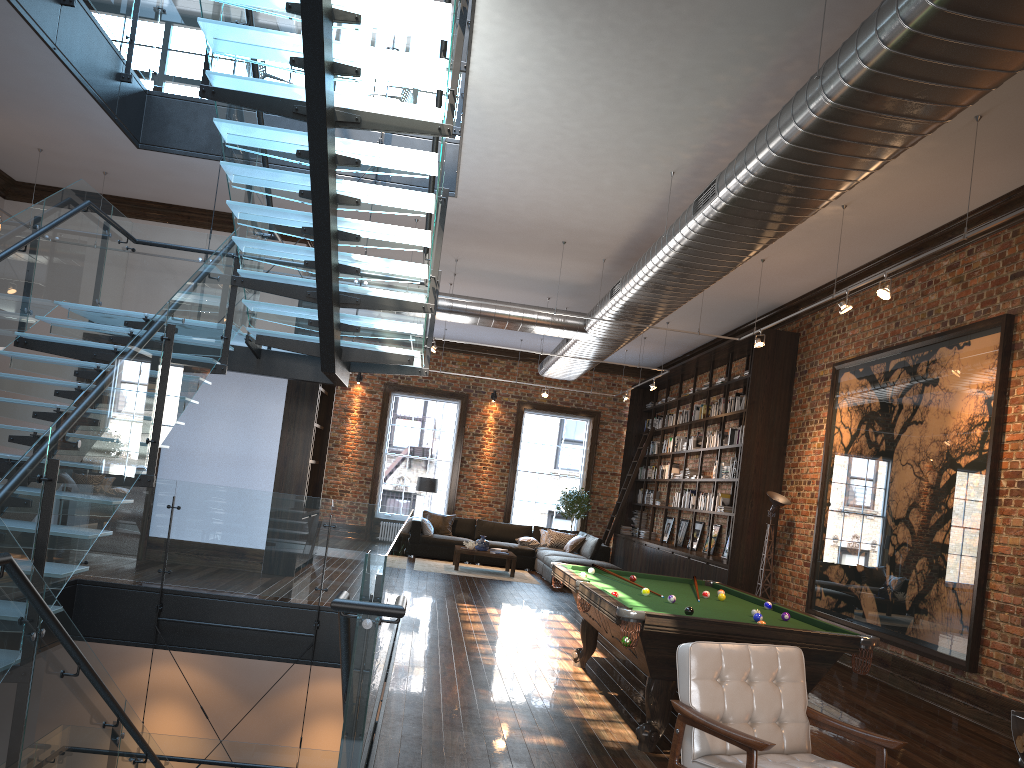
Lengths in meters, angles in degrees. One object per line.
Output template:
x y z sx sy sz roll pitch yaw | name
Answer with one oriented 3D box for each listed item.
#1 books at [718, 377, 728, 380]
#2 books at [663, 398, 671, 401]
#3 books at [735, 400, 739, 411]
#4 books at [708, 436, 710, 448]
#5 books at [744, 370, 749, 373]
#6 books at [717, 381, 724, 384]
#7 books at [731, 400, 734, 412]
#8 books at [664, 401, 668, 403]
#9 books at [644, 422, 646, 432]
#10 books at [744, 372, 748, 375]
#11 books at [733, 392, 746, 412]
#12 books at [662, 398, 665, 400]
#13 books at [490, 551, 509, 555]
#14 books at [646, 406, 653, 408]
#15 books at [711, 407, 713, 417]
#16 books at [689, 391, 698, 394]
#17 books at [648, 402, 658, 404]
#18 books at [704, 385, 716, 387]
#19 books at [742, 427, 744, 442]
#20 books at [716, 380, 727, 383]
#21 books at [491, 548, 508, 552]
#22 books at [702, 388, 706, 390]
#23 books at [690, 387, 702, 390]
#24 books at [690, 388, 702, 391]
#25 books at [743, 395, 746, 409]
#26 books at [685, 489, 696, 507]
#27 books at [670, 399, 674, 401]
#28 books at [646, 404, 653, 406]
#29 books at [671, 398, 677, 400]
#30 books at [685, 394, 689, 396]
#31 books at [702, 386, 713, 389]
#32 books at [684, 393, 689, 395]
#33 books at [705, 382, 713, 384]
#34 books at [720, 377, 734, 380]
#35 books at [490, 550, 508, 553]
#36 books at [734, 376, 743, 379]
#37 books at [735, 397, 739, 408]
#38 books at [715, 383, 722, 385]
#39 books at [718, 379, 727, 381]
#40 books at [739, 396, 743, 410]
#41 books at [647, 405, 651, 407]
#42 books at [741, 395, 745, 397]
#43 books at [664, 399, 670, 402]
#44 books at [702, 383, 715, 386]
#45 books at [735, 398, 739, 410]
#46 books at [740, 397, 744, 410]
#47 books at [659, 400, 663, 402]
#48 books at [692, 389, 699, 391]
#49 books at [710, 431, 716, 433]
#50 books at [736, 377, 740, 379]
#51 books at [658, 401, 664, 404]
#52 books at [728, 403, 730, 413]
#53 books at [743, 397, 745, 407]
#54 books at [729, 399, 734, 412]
3.488 -0.086 14.444 0.188 0.017 0.277 7 -7 -3 | books
3.164 0.318 17.704 0.217 0.018 0.378 8 -7 -6 | books
3.490 0.353 13.444 0.190 0.201 0.027 8 -2 -5 | books
3.336 0.948 14.637 0.173 0.282 0.013 7 -2 -5 | books
3.592 -0.182 13.069 0.202 0.015 0.362 8 -7 -9 | books
3.466 -0.007 14.440 0.206 0.008 0.335 7 -7 -2 | books
3.477 0.369 13.709 0.169 0.230 0.028 7 -2 -5 | books
3.165 0.383 17.702 0.207 0.017 0.283 8 -7 -4 | books
2.961 0.939 19.143 0.187 0.274 0.015 7 -2 -5 | books
3.586 -0.153 13.068 0.230 0.018 0.316 8 -7 -4 | books
3.488 0.302 13.568 0.180 0.331 0.016 7 -2 -5 | books
3.159 0.320 18.099 0.164 0.022 0.258 7 -7 -1 | books
-0.209 2.827 14.832 0.263 0.024 0.205 11 -8 -27 | books
3.034 0.502 19.036 0.213 0.014 0.358 8 -7 -8 | books
3.388 0.465 14.654 0.173 0.243 0.011 7 -2 -5 | books
3.329 0.163 15.880 0.219 0.016 0.369 8 -7 -4 | books
3.061 0.426 19.040 0.190 0.017 0.301 8 -7 -6 | books
3.418 0.050 15.155 0.172 0.021 0.308 8 -7 -8 | books
3.415 0.741 12.763 0.189 0.262 0.030 7 -2 -5 | books
3.465 -0.021 14.440 0.217 0.020 0.235 8 -7 -8 | books
-0.218 2.840 15.174 0.205 0.028 0.264 4 -8 27 | books
3.397 0.094 15.152 0.213 0.013 0.283 7 -7 -3 | books
3.335 0.094 15.882 0.215 0.015 0.321 8 -7 -7 | books
3.337 0.110 15.882 0.199 0.017 0.304 8 -7 -9 | books
3.529 0.297 13.144 0.189 0.251 0.018 8 -2 -5 | books
3.135 2.012 15.496 0.183 0.335 0.016 7 -2 -5 | books
3.210 0.323 17.162 0.206 0.018 0.325 8 -7 -7 | books
3.032 0.460 19.037 0.230 0.015 0.314 8 -7 -8 | books
3.215 0.308 17.163 0.210 0.014 0.292 8 -7 -6 | books
3.305 0.220 16.274 0.198 0.014 0.263 8 -7 -5 | books
3.402 0.073 15.153 0.193 0.030 0.314 8 -7 -9 | books
3.301 0.196 16.275 0.192 0.013 0.316 8 -7 -8 | books
3.421 0.000 15.157 0.193 0.009 0.307 8 -7 -4 | books
3.486 -0.070 14.443 0.168 0.015 0.371 7 -7 0 | books
-0.223 2.867 15.180 0.205 0.024 0.264 3 -8 29 | books
3.531 -0.085 13.517 0.220 0.019 0.330 7 -7 -2 | books
3.491 0.332 13.517 0.168 0.261 0.016 7 -2 -5 | books
3.456 0.016 14.438 0.228 0.015 0.276 8 -7 -7 | books
3.486 -0.045 14.443 0.170 0.033 0.287 8 -7 -9 | books
3.510 0.323 13.370 0.165 0.257 0.100 7 -3 -5 | books
3.038 0.490 19.037 0.226 0.011 0.271 8 -7 -6 | books
3.523 0.317 13.428 0.153 0.278 0.013 7 -2 -5 | books
3.165 0.339 17.703 0.205 0.024 0.250 7 -7 -1 | books
3.406 0.019 15.155 0.205 0.017 0.361 8 -7 -7 | books
3.493 0.343 13.496 0.172 0.235 0.025 7 -2 -5 | books
3.509 0.322 13.246 0.169 0.231 0.147 7 -3 -5 | books
3.142 0.357 18.096 0.192 0.010 0.374 7 -7 -3 | books
3.345 0.125 15.882 0.204 0.011 0.310 8 -7 -5 | books
3.333 0.934 14.622 0.152 0.306 0.017 7 -2 -5 | books
3.530 -0.070 13.517 0.214 0.012 0.253 7 -7 0 | books
3.116 0.398 18.093 0.229 0.033 0.275 7 -7 -1 | books
3.451 0.400 13.793 0.190 0.182 0.025 8 -2 -5 | books
3.519 0.314 13.166 0.182 0.220 0.010 8 -2 -5 | books
3.467 0.366 13.738 0.185 0.241 0.030 8 -2 -5 | books
